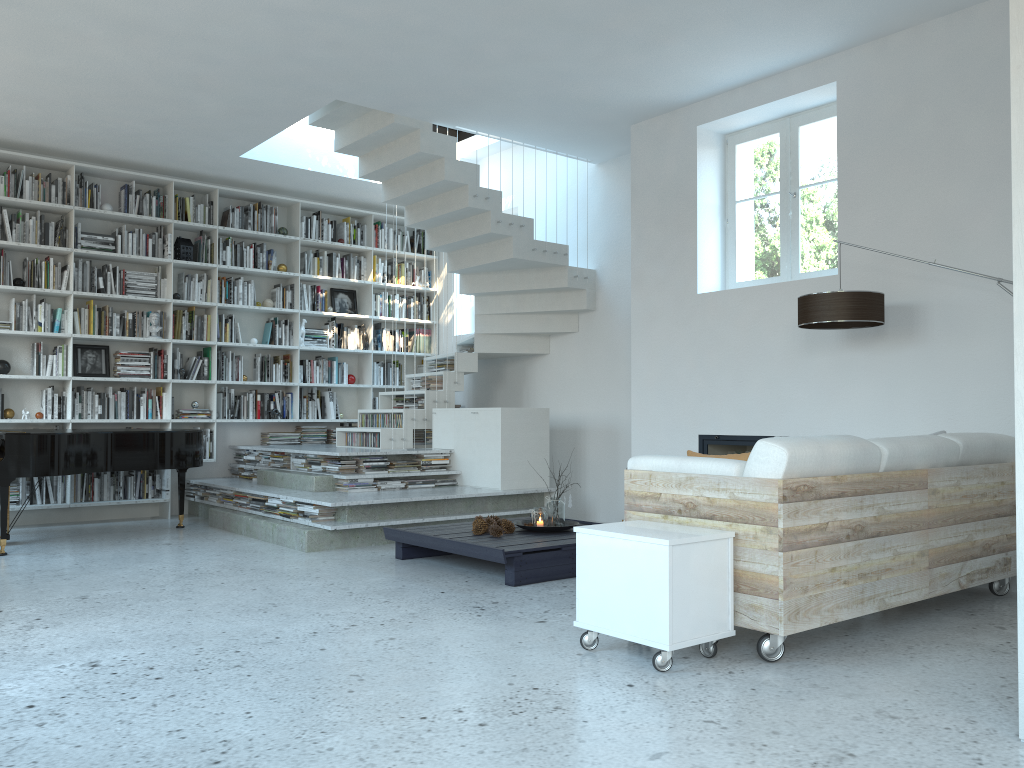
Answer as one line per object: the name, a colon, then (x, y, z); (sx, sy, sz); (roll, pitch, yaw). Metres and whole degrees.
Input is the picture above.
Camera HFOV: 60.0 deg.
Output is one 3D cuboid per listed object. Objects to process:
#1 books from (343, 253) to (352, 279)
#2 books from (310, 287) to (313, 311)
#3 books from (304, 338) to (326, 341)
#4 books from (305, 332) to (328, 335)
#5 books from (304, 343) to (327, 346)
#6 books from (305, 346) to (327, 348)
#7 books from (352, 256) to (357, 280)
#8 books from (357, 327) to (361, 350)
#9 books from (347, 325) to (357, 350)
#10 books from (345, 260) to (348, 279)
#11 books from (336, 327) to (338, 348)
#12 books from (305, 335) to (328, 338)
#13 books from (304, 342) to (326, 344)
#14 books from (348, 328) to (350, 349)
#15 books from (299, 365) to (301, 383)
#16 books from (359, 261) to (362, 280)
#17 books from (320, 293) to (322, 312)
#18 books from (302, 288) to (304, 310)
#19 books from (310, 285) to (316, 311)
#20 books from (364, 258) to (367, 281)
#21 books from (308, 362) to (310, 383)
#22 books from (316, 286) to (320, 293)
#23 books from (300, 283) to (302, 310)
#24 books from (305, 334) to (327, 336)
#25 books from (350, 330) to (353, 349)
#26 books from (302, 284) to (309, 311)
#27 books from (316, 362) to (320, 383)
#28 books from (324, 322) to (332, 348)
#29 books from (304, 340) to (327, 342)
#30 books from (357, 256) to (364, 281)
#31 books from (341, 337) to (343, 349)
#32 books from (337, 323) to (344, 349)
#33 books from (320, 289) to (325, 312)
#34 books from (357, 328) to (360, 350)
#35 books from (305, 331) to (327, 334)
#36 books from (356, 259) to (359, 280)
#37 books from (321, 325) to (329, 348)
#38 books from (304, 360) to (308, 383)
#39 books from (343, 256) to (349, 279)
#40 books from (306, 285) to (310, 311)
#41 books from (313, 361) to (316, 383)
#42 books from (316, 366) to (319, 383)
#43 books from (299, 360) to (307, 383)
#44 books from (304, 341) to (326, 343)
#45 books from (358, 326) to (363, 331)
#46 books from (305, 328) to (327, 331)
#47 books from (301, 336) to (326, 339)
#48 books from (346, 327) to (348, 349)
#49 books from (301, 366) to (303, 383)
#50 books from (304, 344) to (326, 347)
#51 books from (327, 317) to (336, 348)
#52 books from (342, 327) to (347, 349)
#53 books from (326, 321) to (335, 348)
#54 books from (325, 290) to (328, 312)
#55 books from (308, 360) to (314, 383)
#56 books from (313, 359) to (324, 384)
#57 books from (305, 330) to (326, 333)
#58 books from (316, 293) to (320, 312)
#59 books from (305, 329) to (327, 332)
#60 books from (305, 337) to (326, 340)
books: (-1.762, -1.239, 9.490); (0.022, 0.294, 0.181); (1, -2, -39)
books: (-2.122, -0.869, 9.238); (0.043, 0.269, 0.131); (1, -2, -39)
books: (-2.087, -0.457, 9.229); (0.254, 0.012, 0.161); (2, -3, -44)
books: (-2.084, -0.518, 9.231); (0.285, 0.012, 0.159); (2, -3, -44)
books: (-2.087, -0.409, 9.226); (0.285, 0.012, 0.159); (2, -3, -34)
books: (-2.089, -0.384, 9.228); (0.285, 0.012, 0.159); (2, -3, -35)
books: (-1.720, -1.226, 9.525); (0.036, 0.272, 0.177); (1, -2, -39)
books: (-1.678, -0.480, 9.565); (0.024, 0.254, 0.145); (1, -2, -39)
books: (-1.717, -0.491, 9.512); (0.021, 0.271, 0.191); (1, -2, -39)
books: (-1.803, -1.201, 9.462); (0.031, 0.217, 0.165); (1, -2, -39)
books: (-1.894, -0.479, 9.374); (0.030, 0.236, 0.179); (1, -2, -39)
books: (-2.087, -0.494, 9.234); (0.285, 0.012, 0.159); (2, -3, -42)
books: (-2.089, -0.421, 9.229); (0.254, 0.012, 0.161); (2, -3, -35)
books: (-1.776, -0.473, 9.504); (0.028, 0.235, 0.129); (1, -2, -39)
books: (-2.214, -0.096, 9.116); (0.023, 0.186, 0.159); (1, -2, -39)
books: (-1.674, -1.205, 9.583); (0.022, 0.234, 0.158); (1, -2, -39)
books: (-2.033, -0.839, 9.281); (0.033, 0.213, 0.152); (1, -2, -39)
books: (-2.192, -0.862, 9.153); (0.011, 0.248, 0.155); (1, -2, -39)
books: (-2.085, -0.878, 9.237); (0.012, 0.287, 0.176); (1, -2, -39)
books: (-1.630, -1.219, 9.612); (0.031, 0.265, 0.169); (1, -2, -39)
books: (-2.131, -0.112, 9.175); (0.011, 0.223, 0.163); (1, -2, -39)
books: (-2.049, -0.876, 9.264); (0.014, 0.285, 0.175); (1, -2, -39)
books: (-2.208, -0.888, 9.153); (0.015, 0.300, 0.140); (1, -2, -39)
books: (-2.089, -0.505, 9.237); (0.285, 0.012, 0.159); (2, -3, -37)
books: (-1.750, -0.461, 9.515); (0.025, 0.213, 0.155); (1, -2, -39)
books: (-2.166, -0.881, 9.182); (0.065, 0.289, 0.146); (1, -2, -39)
books: (-2.051, -0.113, 9.249); (0.012, 0.229, 0.179); (1, -2, -39)
books: (-1.939, -0.503, 9.363); (0.012, 0.285, 0.159); (1, -2, -39)
books: (-2.091, -0.445, 9.234); (0.285, 0.012, 0.159); (2, -3, -41)
books: (-1.654, -1.229, 9.596); (0.026, 0.284, 0.147); (1, -2, -39)
books: (-1.842, -0.496, 9.457); (0.010, 0.278, 0.129); (1, -2, -39)
books: (-1.852, -0.500, 9.414); (0.059, 0.282, 0.167); (1, -2, -39)
books: (-2.011, -0.859, 9.298); (0.021, 0.253, 0.167); (1, -2, -39)
books: (-1.694, -0.474, 9.533); (0.041, 0.239, 0.176); (1, -2, -39)
books: (-2.089, -0.529, 9.237); (0.285, 0.012, 0.159); (2, -3, -37)
books: (-1.699, -1.209, 9.551); (0.030, 0.241, 0.162); (1, -2, -39)
books: (-1.967, -0.489, 9.328); (0.012, 0.254, 0.161); (1, -2, -39)
books: (-2.152, -0.124, 9.174); (0.024, 0.247, 0.143); (1, -2, -39)
books: (-1.788, -1.223, 9.486); (0.023, 0.263, 0.156); (1, -2, -39)
books: (-2.137, -0.878, 9.213); (0.012, 0.285, 0.159); (1, -2, -39)
books: (-2.089, -0.119, 9.222); (0.026, 0.239, 0.177); (1, -2, -39)
books: (-2.061, -0.089, 9.228); (0.027, 0.181, 0.186); (1, -2, -39)
books: (-2.173, -0.124, 9.143); (0.047, 0.244, 0.177); (1, -2, -39)
books: (-2.092, -0.433, 9.232); (0.254, 0.012, 0.161); (2, -3, -37)
books: (-1.628, -0.492, 9.625); (0.029, 0.283, 0.138); (1, -2, -39)
books: (-2.089, -0.565, 9.238); (0.285, 0.012, 0.159); (2, -3, -37)
books: (-2.085, -0.482, 9.231); (0.254, 0.012, 0.161); (2, -3, -34)
books: (-1.799, -0.481, 9.487); (0.031, 0.250, 0.133); (1, -2, -39)
books: (-2.196, -0.095, 9.128); (0.022, 0.184, 0.162); (1, -2, -39)
books: (-2.089, -0.396, 9.228); (0.254, 0.012, 0.161); (2, -3, -43)
books: (-1.905, -0.531, 9.357); (0.010, 0.339, 0.180); (1, -2, -39)
books: (-1.812, -0.479, 9.453); (0.031, 0.242, 0.147); (1, -2, -39)
books: (-1.914, -0.511, 9.350); (0.011, 0.300, 0.184); (1, -2, -39)
books: (-1.987, -0.854, 9.306); (0.026, 0.243, 0.178); (1, -2, -39)
books: (-2.107, -0.123, 9.188); (0.045, 0.246, 0.185); (1, -2, -39)
books: (-2.021, -0.126, 9.244); (0.028, 0.255, 0.191); (1, -2, -39)
books: (-2.089, -0.541, 9.237); (0.254, 0.012, 0.161); (2, -3, -37)
books: (-2.052, -0.837, 9.246); (0.013, 0.207, 0.189); (1, -2, -39)
books: (-2.089, -0.554, 9.238); (0.285, 0.012, 0.159); (2, -3, -41)
books: (-2.093, -0.469, 9.238); (0.254, 0.012, 0.161); (2, -3, -39)
